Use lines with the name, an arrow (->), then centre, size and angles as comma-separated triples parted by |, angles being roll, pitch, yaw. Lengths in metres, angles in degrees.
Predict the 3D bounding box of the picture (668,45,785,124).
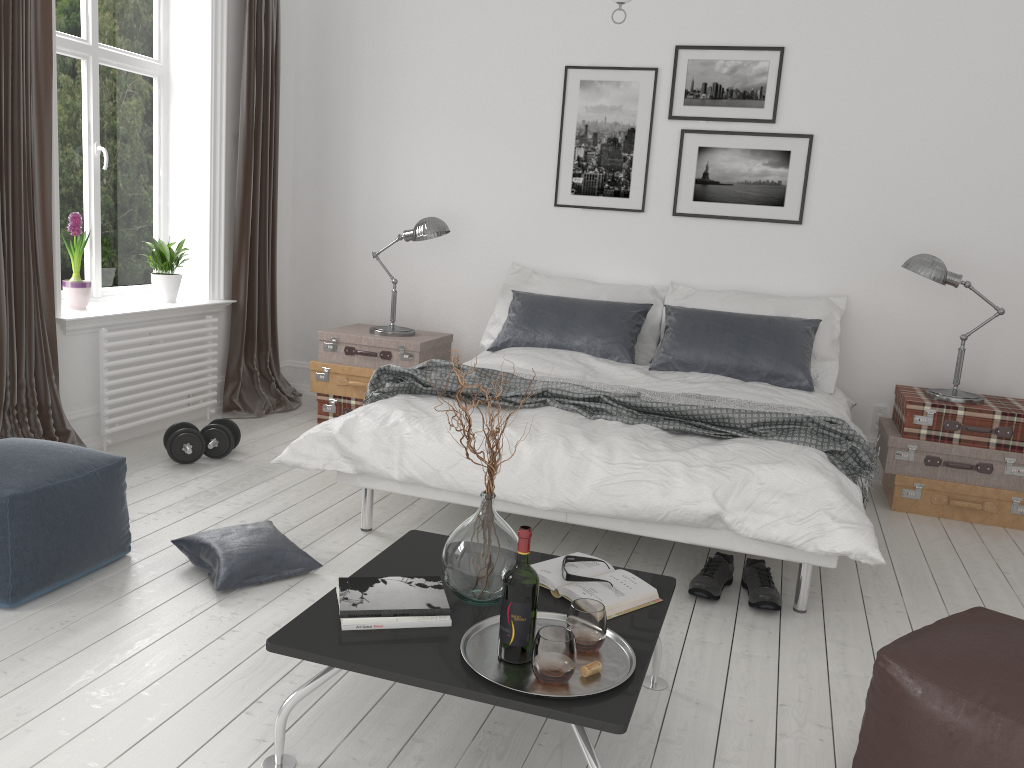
picture -> 1.190, -1.675, 4.953 | 0.592, 0.403, 0.015 | 7, 11, 16

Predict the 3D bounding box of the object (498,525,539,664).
object -> 0.018, 0.459, 1.954 | 0.081, 0.303, 0.081 | 11, 13, 33

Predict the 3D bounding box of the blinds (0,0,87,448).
blinds -> -1.982, -0.907, 3.676 | 0.294, 2.681, 0.582 | 9, 11, 24

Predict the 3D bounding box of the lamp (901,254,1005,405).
lamp -> 2.142, -0.279, 4.375 | 0.488, 0.699, 0.269 | 7, 11, 16

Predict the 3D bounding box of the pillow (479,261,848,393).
pillow -> 0.828, -0.338, 4.978 | 1.965, 0.529, 0.465 | 7, 11, 16

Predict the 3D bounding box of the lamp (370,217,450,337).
lamp -> -0.605, -0.633, 5.194 | 0.488, 0.699, 0.269 | 7, 11, 16

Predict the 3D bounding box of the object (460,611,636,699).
object -> 0.034, 0.606, 2.104 | 0.395, 0.063, 0.622 | 0, 11, -24

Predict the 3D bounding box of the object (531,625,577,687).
object -> 0.089, 0.579, 1.882 | 0.095, 0.106, 0.095 | 10, 12, 27

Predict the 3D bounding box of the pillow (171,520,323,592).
pillow -> -0.929, 0.581, 3.103 | 0.391, 0.121, 0.381 | -5, 14, -42

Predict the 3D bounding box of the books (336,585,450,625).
books -> -0.293, 0.532, 2.160 | 0.254, 0.014, 0.191 | 1, 11, -16

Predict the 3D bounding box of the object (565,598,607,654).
object -> 0.170, 0.556, 2.032 | 0.095, 0.106, 0.095 | 10, 12, 27

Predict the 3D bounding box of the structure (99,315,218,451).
structure -> -1.891, -0.008, 4.738 | 0.114, 0.670, 0.887 | 7, 11, 17

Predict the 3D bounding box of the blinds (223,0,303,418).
blinds -> -1.430, -1.170, 5.304 | 0.327, 2.680, 0.779 | 6, 11, 11

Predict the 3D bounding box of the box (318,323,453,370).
box -> -0.755, -0.215, 5.311 | 0.647, 0.185, 0.537 | 7, 11, 16

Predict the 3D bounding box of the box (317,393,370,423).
box -> -0.777, 0.145, 5.380 | 0.647, 0.185, 0.537 | 7, 11, 16

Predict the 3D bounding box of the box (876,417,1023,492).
box -> 2.205, 0.348, 4.463 | 0.647, 0.185, 0.537 | 7, 11, 16

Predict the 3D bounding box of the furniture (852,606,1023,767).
furniture -> 1.175, 0.792, 2.020 | 0.646, 0.423, 0.646 | -4, 14, -39

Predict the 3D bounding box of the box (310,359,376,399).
box -> -0.813, -0.041, 5.357 | 0.647, 0.185, 0.537 | 7, 11, 16

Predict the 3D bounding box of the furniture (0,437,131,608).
furniture -> -1.665, 0.410, 2.952 | 0.646, 0.423, 0.646 | 8, 11, 18

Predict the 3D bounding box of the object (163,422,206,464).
object -> -1.596, 0.287, 4.322 | 0.179, 0.179, 0.326 | -1, 12, -28

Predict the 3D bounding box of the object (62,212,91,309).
object -> -2.152, -0.610, 4.383 | 0.129, 0.476, 0.129 | 0, 11, -23

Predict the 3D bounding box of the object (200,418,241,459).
object -> -1.469, 0.272, 4.452 | 0.179, 0.179, 0.326 | 4, 11, -3

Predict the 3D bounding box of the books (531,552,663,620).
books -> 0.201, 0.529, 2.382 | 0.231, 0.040, 0.342 | -5, 14, -41

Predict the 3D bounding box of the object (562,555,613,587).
object -> 0.200, 0.500, 2.374 | 0.135, 0.030, 0.141 | 4, 11, 1

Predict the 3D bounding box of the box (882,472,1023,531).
box -> 2.246, 0.535, 4.481 | 0.647, 0.185, 0.537 | 7, 11, 16

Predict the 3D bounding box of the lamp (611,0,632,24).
lamp -> 0.381, -1.698, 2.726 | 0.594, 1.123, 0.528 | 7, 11, 16

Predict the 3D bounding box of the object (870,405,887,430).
object -> 2.061, 0.192, 4.982 | 0.070, 0.140, 0.009 | 7, 11, 16

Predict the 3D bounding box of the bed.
bed -> 0.507, 0.091, 4.150 | 2.217, 0.926, 2.473 | 7, 11, 17

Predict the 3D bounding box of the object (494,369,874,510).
object -> 0.406, 0.244, 3.917 | 2.236, 0.500, 0.521 | 8, 11, 19

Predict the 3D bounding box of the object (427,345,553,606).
object -> -0.093, 0.223, 2.188 | 0.291, 0.666, 0.313 | 0, 11, -20

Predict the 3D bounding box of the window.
window -> -2.148, -1.378, 4.595 | 0.120, 1.956, 1.112 | 7, 11, 16

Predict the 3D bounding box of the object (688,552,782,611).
object -> 0.805, 0.700, 3.174 | 0.322, 0.127, 0.300 | 7, 11, 16

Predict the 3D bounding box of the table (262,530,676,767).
table -> -0.054, 0.712, 2.260 | 0.833, 0.313, 0.824 | 7, 11, 16

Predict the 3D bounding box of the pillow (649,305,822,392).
pillow -> 1.171, -0.200, 4.659 | 0.842, 0.339, 0.405 | 7, 11, 17

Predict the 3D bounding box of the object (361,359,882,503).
object -> 0.322, 0.201, 3.542 | 2.154, 0.377, 0.536 | 8, 11, 19

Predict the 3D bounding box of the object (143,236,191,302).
object -> -1.935, -0.648, 4.959 | 0.284, 0.369, 0.215 | 3, 11, -5

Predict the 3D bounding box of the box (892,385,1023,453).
box -> 2.273, 0.173, 4.417 | 0.647, 0.185, 0.537 | 7, 11, 16

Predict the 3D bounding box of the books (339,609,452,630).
books -> -0.289, 0.546, 2.163 | 0.259, 0.014, 0.191 | 2, 11, -14

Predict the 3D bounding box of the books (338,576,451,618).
books -> -0.291, 0.518, 2.165 | 0.257, 0.012, 0.207 | 2, 11, -12

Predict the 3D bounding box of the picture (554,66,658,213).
picture -> 0.543, -1.434, 5.198 | 0.545, 0.810, 0.015 | 7, 11, 16

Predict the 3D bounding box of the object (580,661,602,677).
object -> 0.172, 0.619, 1.925 | 0.046, 0.024, 0.024 | -6, 14, -42

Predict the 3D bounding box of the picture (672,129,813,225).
picture -> 1.291, -1.171, 5.003 | 0.720, 0.486, 0.015 | 7, 11, 16

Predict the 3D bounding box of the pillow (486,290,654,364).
pillow -> 0.324, -0.311, 4.921 | 0.837, 0.329, 0.405 | 7, 11, 17
